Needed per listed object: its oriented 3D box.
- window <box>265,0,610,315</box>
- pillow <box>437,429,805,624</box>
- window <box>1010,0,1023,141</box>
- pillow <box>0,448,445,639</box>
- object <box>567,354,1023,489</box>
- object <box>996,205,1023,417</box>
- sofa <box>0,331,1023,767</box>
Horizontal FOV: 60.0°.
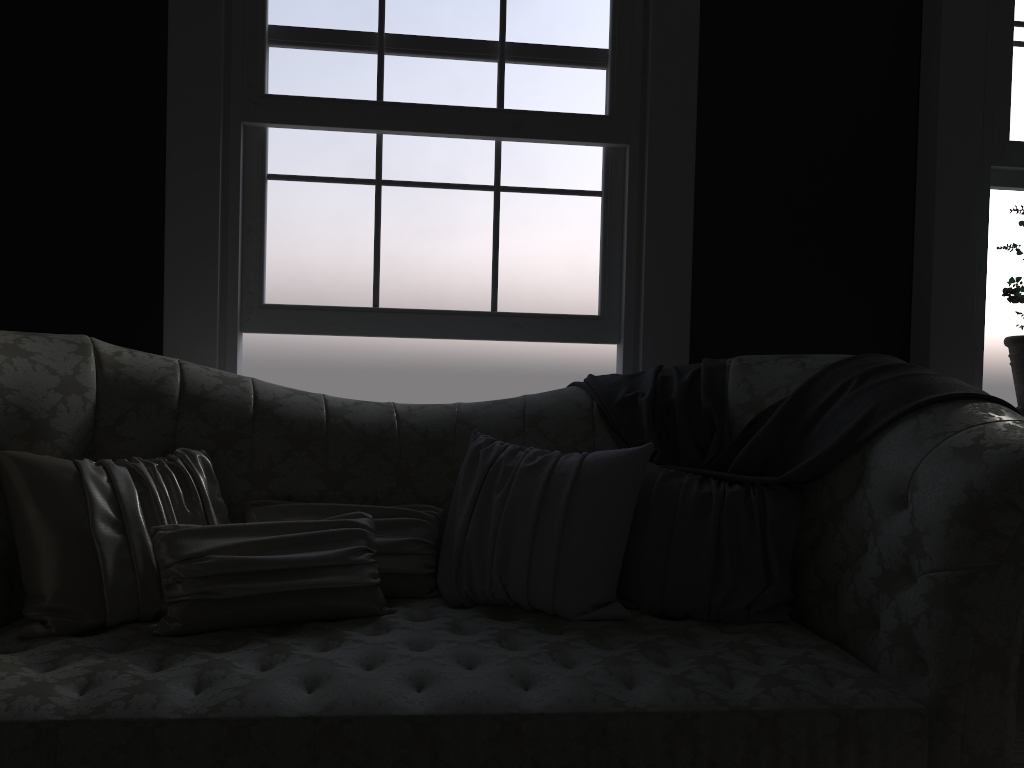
[{"bbox_3d":[-0.254,-1.076,3.172,1.263,1.672,0.056,1,1,-7],"label":"window"},{"bbox_3d":[0.284,0.370,2.353,0.964,0.462,0.405,1,1,1],"label":"pillow"},{"bbox_3d":[2.507,-1.334,3.496,1.263,1.017,0.056,1,1,-7],"label":"window"},{"bbox_3d":[-0.707,0.366,2.212,1.105,0.416,0.529,1,1,-7],"label":"pillow"},{"bbox_3d":[0.711,0.202,2.550,1.366,0.585,0.517,2,1,42],"label":"object"},{"bbox_3d":[2.074,-0.402,3.321,0.474,1.134,0.505,2,1,33],"label":"object"},{"bbox_3d":[-0.239,0.466,2.341,2.813,1.161,1.605,1,1,-6],"label":"sofa"}]
